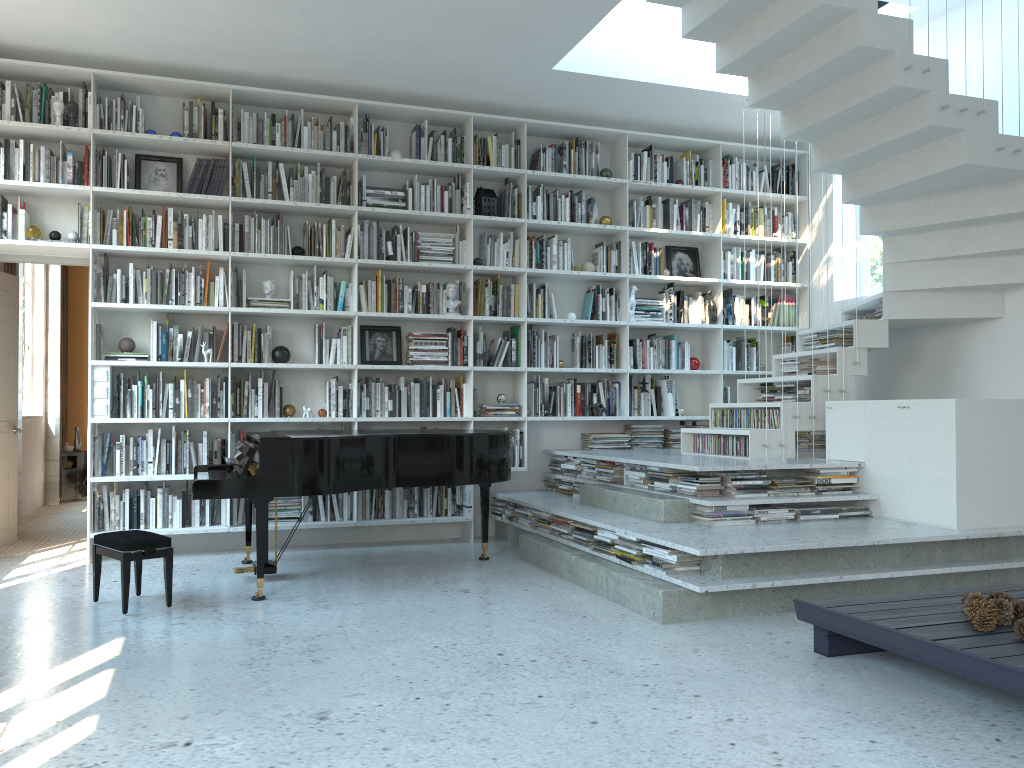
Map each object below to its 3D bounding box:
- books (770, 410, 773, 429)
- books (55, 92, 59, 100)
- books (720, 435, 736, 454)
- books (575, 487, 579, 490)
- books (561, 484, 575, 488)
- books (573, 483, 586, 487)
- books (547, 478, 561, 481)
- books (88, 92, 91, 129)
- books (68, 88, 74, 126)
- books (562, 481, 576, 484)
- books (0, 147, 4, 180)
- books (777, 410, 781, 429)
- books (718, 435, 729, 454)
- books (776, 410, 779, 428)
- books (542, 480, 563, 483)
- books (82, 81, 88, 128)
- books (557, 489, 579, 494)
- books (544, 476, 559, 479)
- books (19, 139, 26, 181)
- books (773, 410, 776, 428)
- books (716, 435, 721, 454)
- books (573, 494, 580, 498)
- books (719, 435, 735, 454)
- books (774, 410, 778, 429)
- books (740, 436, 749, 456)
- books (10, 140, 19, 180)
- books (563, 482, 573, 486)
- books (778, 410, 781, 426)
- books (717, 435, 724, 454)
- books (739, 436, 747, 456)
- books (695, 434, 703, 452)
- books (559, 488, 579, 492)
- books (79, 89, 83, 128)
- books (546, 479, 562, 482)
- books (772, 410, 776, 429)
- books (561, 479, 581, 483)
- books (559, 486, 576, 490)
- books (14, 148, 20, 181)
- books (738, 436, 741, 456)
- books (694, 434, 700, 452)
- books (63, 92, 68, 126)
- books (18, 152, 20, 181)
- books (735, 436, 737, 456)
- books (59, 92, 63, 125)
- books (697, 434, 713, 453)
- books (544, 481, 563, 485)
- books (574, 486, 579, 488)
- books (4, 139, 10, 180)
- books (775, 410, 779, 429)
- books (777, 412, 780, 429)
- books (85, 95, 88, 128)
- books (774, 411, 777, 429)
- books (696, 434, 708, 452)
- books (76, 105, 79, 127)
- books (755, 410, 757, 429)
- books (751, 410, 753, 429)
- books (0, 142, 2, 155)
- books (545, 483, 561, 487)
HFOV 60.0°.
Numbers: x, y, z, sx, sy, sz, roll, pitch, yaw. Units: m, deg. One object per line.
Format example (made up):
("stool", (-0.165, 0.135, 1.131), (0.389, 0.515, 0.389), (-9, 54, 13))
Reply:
("books", (1.708, 0.226, 5.679), (0.125, 0.125, 0.011), (0, -1, -19))
("books", (-2.931, -1.735, 5.733), (0.025, 0.243, 0.167), (0, -1, -19))
("books", (1.453, 0.409, 5.956), (0.125, 0.125, 0.007), (0, -1, -19))
("books", (0.575, 0.742, 6.249), (0.156, 0.017, 0.263), (1, -2, -23))
("books", (0.477, 0.751, 6.543), (0.159, 0.009, 0.228), (0, -2, -18))
("books", (0.565, 0.716, 6.247), (0.181, 0.017, 0.250), (1, -2, -22))
("books", (0.370, 0.729, 6.837), (0.152, 0.015, 0.208), (0, -2, -14))
("books", (-2.735, -1.738, 5.776), (0.024, 0.252, 0.235), (0, -1, -19))
("books", (-2.873, -1.758, 5.774), (0.013, 0.292, 0.154), (0, -1, -19))
("books", (0.478, 0.724, 6.544), (0.144, 0.009, 0.249), (0, -2, -15))
("books", (-3.215, -1.363, 5.626), (0.022, 0.228, 0.171), (0, -1, -19))
("books", (1.738, 0.225, 5.596), (0.125, 0.123, 0.036), (0, -1, -19))
("books", (1.446, 0.410, 5.977), (0.125, 0.125, 0.009), (0, -1, -19))
("books", (1.733, 0.225, 5.611), (0.125, 0.123, 0.035), (0, -1, -19))
("books", (0.361, 0.749, 6.833), (0.184, 0.006, 0.262), (0, -2, -18))
("books", (-2.787, -1.780, 5.791), (0.014, 0.337, 0.168), (0, -1, -19))
("books", (0.460, 0.790, 6.537), (0.187, 0.009, 0.261), (0, -2, -16))
("books", (0.364, 0.717, 6.835), (0.174, 0.009, 0.240), (0, -2, -17))
("books", (-3.111, -1.391, 5.653), (0.021, 0.286, 0.179), (0, -1, -19))
("books", (1.723, 0.226, 5.639), (0.125, 0.123, 0.034), (0, -1, -19))
("books", (1.438, 0.410, 5.998), (0.125, 0.125, 0.008), (0, -1, -19))
("books", (0.560, 0.791, 6.243), (0.189, 0.028, 0.202), (1, -2, -24))
("books", (1.451, 0.409, 5.963), (0.125, 0.125, 0.008), (0, -1, -19))
("books", (1.728, 0.226, 5.625), (0.125, 0.123, 0.035), (0, -1, -19))
("books", (1.531, 0.402, 5.736), (0.125, 0.125, 0.008), (0, -1, -19))
("books", (-3.175, -1.392, 5.659), (0.028, 0.288, 0.132), (0, -1, -19))
("books", (0.483, 0.737, 6.546), (0.137, 0.018, 0.200), (1, -2, -23))
("books", (1.741, 0.224, 5.588), (0.125, 0.123, 0.034), (0, -1, -19))
("books", (1.441, 0.410, 5.991), (0.125, 0.125, 0.007), (0, -1, -19))
("books", (1.528, 0.402, 5.744), (0.125, 0.125, 0.007), (0, -1, -19))
("books", (1.347, 0.419, 6.257), (0.125, 0.125, 0.010), (0, -1, -19))
("books", (0.476, 0.779, 6.543), (0.160, 0.014, 0.268), (1, -2, -20))
("books", (-2.805, -1.755, 5.789), (0.022, 0.286, 0.175), (0, -1, -19))
("books", (0.368, 0.741, 6.836), (0.159, 0.009, 0.210), (0, -2, -15))
("books", (1.720, 0.227, 5.647), (0.125, 0.123, 0.036), (0, -1, -19))
("books", (0.480, 0.713, 6.545), (0.149, 0.014, 0.228), (1, -2, -21))
("books", (0.465, 0.763, 6.539), (0.180, 0.017, 0.182), (1, -2, -22))
("books", (-3.151, -1.367, 5.666), (0.024, 0.239, 0.155), (0, -1, -19))
("books", (1.523, 0.403, 5.757), (0.125, 0.125, 0.007), (0, -1, -19))
("books", (1.344, 0.419, 6.266), (0.125, 0.125, 0.008), (0, -1, -19))
("books", (-2.888, -1.742, 5.755), (0.027, 0.259, 0.147), (0, -1, -19))
("books", (-3.131, -1.352, 5.662), (0.010, 0.208, 0.165), (0, -1, -19))
("books", (1.514, 0.404, 5.784), (0.125, 0.125, 0.010), (0, -1, -19))
("books", (-2.912, -1.739, 5.750), (0.021, 0.253, 0.179), (0, -1, -19))
("books", (1.358, 0.418, 6.226), (0.125, 0.125, 0.008), (0, -1, -19))
("books", (0.373, 0.763, 6.837), (0.159, 0.012, 0.278), (1, -2, -20))
("books", (0.571, 0.729, 6.248), (0.178, 0.009, 0.276), (0, -2, -18))
("books", (-3.192, -1.390, 5.629), (0.023, 0.282, 0.186), (0, -1, -19))
("books", (1.730, 0.226, 5.617), (0.125, 0.123, 0.036), (0, -1, -19))
("books", (1.735, 0.225, 5.603), (0.125, 0.123, 0.034), (0, -1, -19))
("books", (-2.771, -1.741, 5.802), (0.025, 0.259, 0.138), (0, -1, -19))
("books", (1.725, 0.226, 5.632), (0.125, 0.123, 0.034), (0, -1, -19))
("books", (1.353, 0.418, 6.241), (0.125, 0.125, 0.007), (0, -1, -19))
("books", (-2.829, -1.704, 5.780), (0.028, 0.185, 0.167), (0, -1, -19))
("books", (1.657, 0.231, 5.827), (0.125, 0.125, 0.018), (0, -1, -19))
("books", (1.639, 0.232, 5.875), (0.125, 0.125, 0.016), (0, -1, -19))
("books", (-3.258, -1.397, 5.626), (0.011, 0.296, 0.162), (0, -1, -19))
("books", (0.370, 0.775, 6.836), (0.170, 0.012, 0.215), (1, -2, -19))
